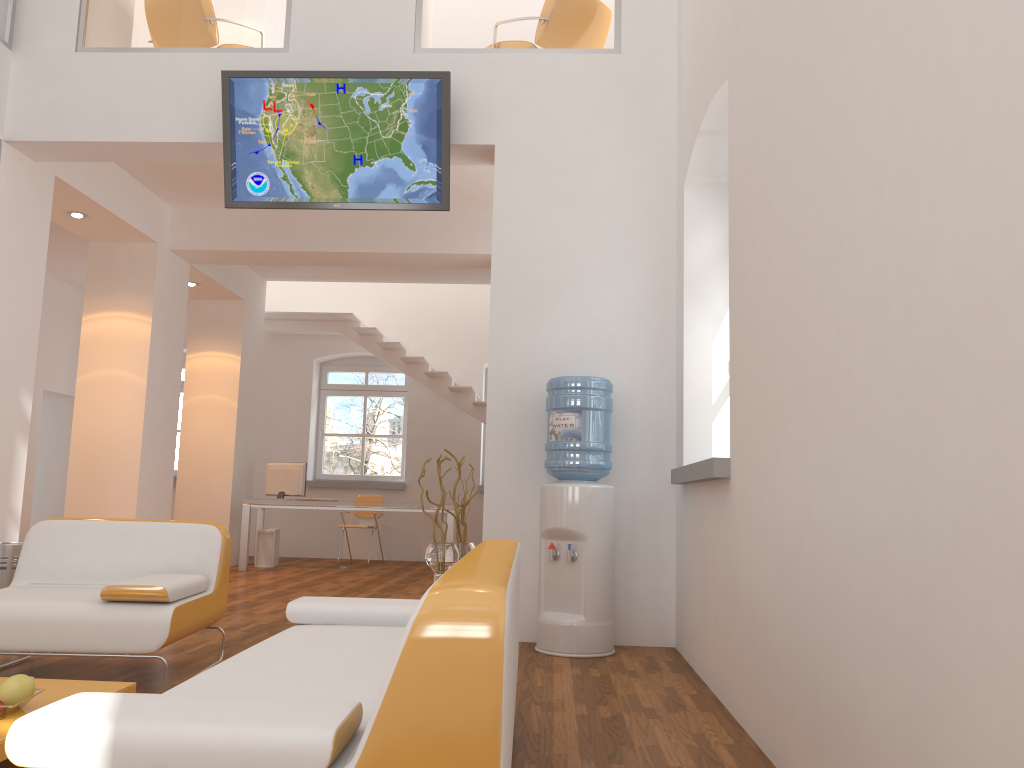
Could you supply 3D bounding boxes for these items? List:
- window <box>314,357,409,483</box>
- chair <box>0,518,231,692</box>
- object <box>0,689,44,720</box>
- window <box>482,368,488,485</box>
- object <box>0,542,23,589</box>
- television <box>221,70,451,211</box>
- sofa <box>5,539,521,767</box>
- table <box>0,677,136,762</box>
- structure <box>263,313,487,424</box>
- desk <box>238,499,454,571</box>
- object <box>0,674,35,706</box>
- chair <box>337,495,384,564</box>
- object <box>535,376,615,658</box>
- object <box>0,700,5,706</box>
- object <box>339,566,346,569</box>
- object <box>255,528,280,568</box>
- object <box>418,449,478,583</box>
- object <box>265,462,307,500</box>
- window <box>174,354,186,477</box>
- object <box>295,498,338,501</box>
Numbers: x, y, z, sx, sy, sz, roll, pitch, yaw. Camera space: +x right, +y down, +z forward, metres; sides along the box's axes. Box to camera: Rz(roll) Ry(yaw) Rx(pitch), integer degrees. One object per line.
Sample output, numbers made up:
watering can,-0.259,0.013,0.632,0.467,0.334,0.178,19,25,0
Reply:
window,-2.024,0.485,12.146,1.308,1.737,0.142,1,-8,3
chair,-1.811,0.930,3.871,0.923,0.661,0.825,2,-8,-2
object,-1.496,0.918,2.531,0.227,0.048,0.227,3,-8,-8
window,0.266,0.535,12.031,1.308,1.737,0.142,1,-8,3
object,-3.156,1.225,5.561,0.248,0.450,0.248,9,-10,-43
television,-1.070,-1.478,5.401,1.388,0.803,0.266,1,-8,3
sofa,-0.403,0.771,2.369,0.825,0.661,2.010,1,-8,1
table,-1.798,1.009,2.529,1.000,0.150,1.000,1,-8,3
structure,-1.121,0.577,9.996,4.630,3.042,3.450,1,-8,3
desk,-1.815,1.706,10.006,2.239,0.750,1.092,3,-8,-7
object,-1.454,0.900,2.596,0.102,0.095,0.101,6,-9,-27
chair,-1.862,1.784,10.957,0.495,0.829,0.464,-1,-8,18
object,0.363,0.716,4.927,0.436,1.490,0.436,3,-8,-12
object,-1.483,0.912,2.504,0.134,0.037,0.061,0,-8,10
object,-1.915,2.076,10.021,0.054,0.035,0.115,0,-8,13
object,-2.782,1.867,10.105,0.200,0.422,0.474,3,-8,-7
object,-0.345,0.960,5.473,0.284,1.112,0.655,-2,-8,24
object,-2.558,1.079,9.876,0.516,0.418,0.245,-3,-9,32
window,-4.428,0.434,12.266,1.308,1.737,0.142,1,-8,3
object,-2.260,1.333,10.253,0.467,0.031,0.200,0,-8,13
